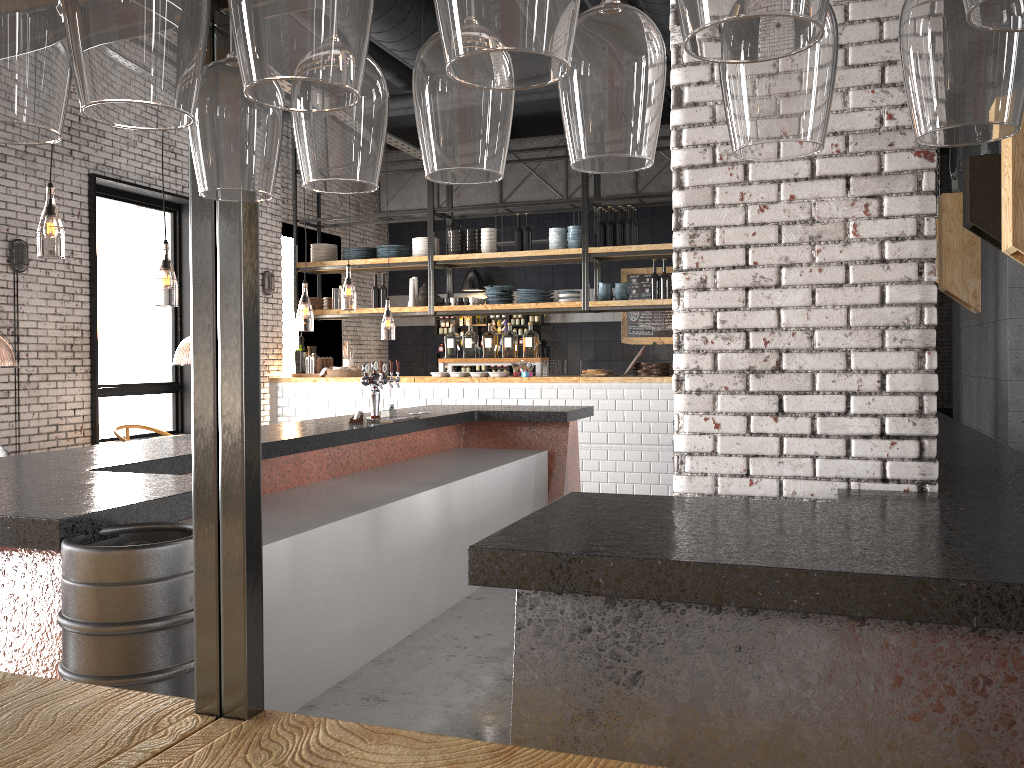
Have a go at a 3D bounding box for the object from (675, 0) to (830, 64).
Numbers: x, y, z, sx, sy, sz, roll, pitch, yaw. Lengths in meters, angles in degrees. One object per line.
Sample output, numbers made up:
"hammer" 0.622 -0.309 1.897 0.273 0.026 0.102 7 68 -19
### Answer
"object" 0.135 -0.327 0.501 0.101 0.267 0.101 -1 1 -17

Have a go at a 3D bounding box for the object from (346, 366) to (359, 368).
"object" -1.923 -0.173 10.693 0.161 0.078 0.160 -1 1 -17

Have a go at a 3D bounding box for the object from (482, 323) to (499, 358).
"object" -0.250 -0.501 10.293 0.154 0.404 0.154 0 1 19

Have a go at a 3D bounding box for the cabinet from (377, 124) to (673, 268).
"cabinet" 0.855 -2.594 12.622 5.863 1.768 0.682 0 1 19

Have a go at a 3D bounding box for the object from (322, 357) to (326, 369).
"object" -2.327 -0.210 10.942 0.056 0.249 0.056 -1 0 -18

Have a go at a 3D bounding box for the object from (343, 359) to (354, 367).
"object" -1.996 -0.198 10.828 0.129 0.204 0.129 -1 1 -35

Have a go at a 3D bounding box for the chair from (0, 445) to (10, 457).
"chair" -4.099 0.908 6.680 0.681 0.929 0.644 -1 1 -26

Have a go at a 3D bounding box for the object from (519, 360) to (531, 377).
"object" 0.146 -0.171 9.760 0.128 0.189 0.123 0 1 28

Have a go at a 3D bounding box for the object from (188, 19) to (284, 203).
"object" -0.299 -0.336 0.958 0.101 0.267 0.101 -1 1 -34

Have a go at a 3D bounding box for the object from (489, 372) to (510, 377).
"object" -0.145 -0.108 9.906 0.216 0.060 0.324 0 2 19

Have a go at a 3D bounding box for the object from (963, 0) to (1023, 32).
"object" 0.274 -0.327 0.452 0.101 0.267 0.101 -1 1 -17

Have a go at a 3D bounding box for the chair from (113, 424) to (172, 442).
"chair" -3.539 0.856 8.543 0.644 0.921 0.613 0 1 26

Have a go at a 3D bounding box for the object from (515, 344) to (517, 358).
"object" 0.047 -0.378 10.103 0.024 0.164 0.062 0 1 10

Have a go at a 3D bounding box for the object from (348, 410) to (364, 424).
"object" -1.053 0.217 5.995 0.091 0.091 0.177 -1 1 -6

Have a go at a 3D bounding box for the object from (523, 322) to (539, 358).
"object" 0.214 -0.500 10.129 0.154 0.404 0.154 0 1 19

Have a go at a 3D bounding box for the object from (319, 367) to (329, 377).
"object" -2.177 -0.145 10.709 0.283 0.111 0.187 -1 2 -34

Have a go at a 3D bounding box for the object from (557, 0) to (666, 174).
"object" 0.091 -0.336 0.820 0.101 0.267 0.101 -1 1 -17

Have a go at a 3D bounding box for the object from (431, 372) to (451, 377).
"object" -0.807 -0.107 10.147 0.216 0.055 0.324 0 2 19

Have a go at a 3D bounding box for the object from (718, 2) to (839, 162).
"object" 0.230 -0.336 0.771 0.101 0.267 0.101 -1 1 -17

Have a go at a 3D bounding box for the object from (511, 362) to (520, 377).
"object" 0.045 -0.161 9.870 0.112 0.165 0.122 -1 1 -37

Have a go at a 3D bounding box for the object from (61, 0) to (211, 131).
"object" -0.273 -0.328 0.646 0.101 0.267 0.101 -1 1 -34

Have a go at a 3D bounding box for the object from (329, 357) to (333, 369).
"object" -2.269 -0.215 11.106 0.056 0.249 0.056 -1 0 -18

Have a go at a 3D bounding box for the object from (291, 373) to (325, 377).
"object" -2.448 -0.109 11.012 0.411 0.050 0.411 0 2 19

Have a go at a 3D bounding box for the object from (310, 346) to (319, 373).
"object" -2.430 -0.282 10.896 0.070 0.368 0.107 0 1 19

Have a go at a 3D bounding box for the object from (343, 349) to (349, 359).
"object" -2.023 -0.265 10.826 0.071 0.328 0.052 -1 0 -25

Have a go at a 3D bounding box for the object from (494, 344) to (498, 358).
"object" -0.179 -0.379 10.206 0.031 0.164 0.046 0 1 44

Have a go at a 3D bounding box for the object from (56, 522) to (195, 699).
"object" -1.027 0.928 2.441 0.397 1.035 0.399 -1 1 -35

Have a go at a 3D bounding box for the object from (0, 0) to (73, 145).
"object" -0.394 -0.328 0.688 0.101 0.267 0.101 -1 1 -34

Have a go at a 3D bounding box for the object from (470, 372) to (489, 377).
"object" -0.358 -0.107 9.998 0.216 0.055 0.324 0 2 19

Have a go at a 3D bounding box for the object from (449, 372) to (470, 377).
"object" -0.591 -0.108 10.058 0.216 0.059 0.324 0 2 19

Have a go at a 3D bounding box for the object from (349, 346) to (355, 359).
"object" -1.966 -0.287 10.814 0.123 0.358 0.076 0 1 35

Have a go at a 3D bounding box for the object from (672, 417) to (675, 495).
"object" 1.481 0.779 7.092 0.397 1.035 0.399 -1 1 -35

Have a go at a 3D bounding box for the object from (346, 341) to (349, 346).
"object" -2.017 -0.382 10.884 0.017 0.289 0.090 -1 1 -34

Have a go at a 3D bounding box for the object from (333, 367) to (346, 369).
"object" -2.062 -0.169 10.610 0.160 0.078 0.161 -1 1 -3

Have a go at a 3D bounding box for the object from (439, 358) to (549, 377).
"object" -0.214 -0.023 10.285 1.250 0.551 0.315 0 1 19

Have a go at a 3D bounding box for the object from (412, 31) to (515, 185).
"object" -0.048 -0.336 0.869 0.101 0.267 0.101 -1 1 -17

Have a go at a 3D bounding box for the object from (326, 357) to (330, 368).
"object" -2.298 -0.213 11.024 0.056 0.249 0.056 -1 0 -18

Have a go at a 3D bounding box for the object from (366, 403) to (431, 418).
"object" -0.859 0.186 6.803 0.200 0.106 0.767 0 2 19

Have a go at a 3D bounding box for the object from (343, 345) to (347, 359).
"object" -2.032 -0.297 10.859 0.087 0.356 0.026 0 1 42

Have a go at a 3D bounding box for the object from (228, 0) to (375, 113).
"object" -0.143 -0.328 0.600 0.101 0.267 0.101 -1 1 -17

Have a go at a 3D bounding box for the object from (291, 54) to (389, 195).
"object" -0.178 -0.336 0.915 0.101 0.267 0.101 -1 1 -34

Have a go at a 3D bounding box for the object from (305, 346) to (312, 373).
"object" -2.493 -0.282 10.917 0.070 0.368 0.107 0 1 19

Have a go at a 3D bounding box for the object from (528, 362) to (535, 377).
"object" 0.197 -0.162 9.876 0.122 0.165 0.112 -1 1 -16

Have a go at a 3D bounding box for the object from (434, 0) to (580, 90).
"object" -0.004 -0.328 0.551 0.101 0.267 0.101 -1 1 -17

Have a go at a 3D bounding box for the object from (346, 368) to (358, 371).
"object" -1.921 -0.153 10.692 0.161 0.075 0.160 -1 1 -17

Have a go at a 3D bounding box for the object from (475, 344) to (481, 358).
"object" -0.398 -0.379 10.278 0.077 0.164 0.039 -1 1 -26

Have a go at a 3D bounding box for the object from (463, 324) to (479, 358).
"object" -0.482 -0.501 10.366 0.154 0.404 0.154 0 1 19

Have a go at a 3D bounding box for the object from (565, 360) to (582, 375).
"object" 0.681 -0.188 9.902 0.181 0.168 0.170 0 1 -1

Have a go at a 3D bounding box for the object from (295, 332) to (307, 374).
"object" -2.595 -0.375 10.937 0.106 0.554 0.157 0 1 19

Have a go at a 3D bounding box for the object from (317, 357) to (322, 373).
"object" -2.356 -0.208 10.860 0.056 0.249 0.056 -1 0 -18

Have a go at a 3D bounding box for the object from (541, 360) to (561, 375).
"object" 0.436 -0.186 9.892 0.181 0.168 0.170 0 1 29

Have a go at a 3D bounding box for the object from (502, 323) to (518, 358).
"object" -0.022 -0.500 10.208 0.154 0.404 0.154 0 1 19

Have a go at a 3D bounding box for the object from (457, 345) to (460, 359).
"object" -0.628 -0.379 10.341 0.032 0.164 0.080 -1 1 -9

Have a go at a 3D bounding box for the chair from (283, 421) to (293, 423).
"chair" -2.242 0.839 8.637 0.681 0.929 0.644 0 1 42

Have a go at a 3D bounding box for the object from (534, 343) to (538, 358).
"object" 0.275 -0.377 10.020 0.061 0.164 0.034 -1 1 -37

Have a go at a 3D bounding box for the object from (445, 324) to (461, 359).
"object" -0.698 -0.501 10.451 0.154 0.404 0.154 0 1 19

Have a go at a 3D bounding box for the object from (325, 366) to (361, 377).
"object" -2.039 -0.145 10.713 0.436 0.156 0.420 -1 1 -8

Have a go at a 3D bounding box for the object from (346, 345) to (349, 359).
"object" -2.002 -0.290 10.776 0.033 0.370 0.137 -1 1 -14

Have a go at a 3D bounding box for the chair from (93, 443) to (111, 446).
"chair" -3.167 0.908 6.424 0.644 0.929 0.681 -1 1 -26

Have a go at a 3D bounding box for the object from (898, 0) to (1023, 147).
"object" 0.369 -0.336 0.722 0.101 0.267 0.101 -1 1 -17
